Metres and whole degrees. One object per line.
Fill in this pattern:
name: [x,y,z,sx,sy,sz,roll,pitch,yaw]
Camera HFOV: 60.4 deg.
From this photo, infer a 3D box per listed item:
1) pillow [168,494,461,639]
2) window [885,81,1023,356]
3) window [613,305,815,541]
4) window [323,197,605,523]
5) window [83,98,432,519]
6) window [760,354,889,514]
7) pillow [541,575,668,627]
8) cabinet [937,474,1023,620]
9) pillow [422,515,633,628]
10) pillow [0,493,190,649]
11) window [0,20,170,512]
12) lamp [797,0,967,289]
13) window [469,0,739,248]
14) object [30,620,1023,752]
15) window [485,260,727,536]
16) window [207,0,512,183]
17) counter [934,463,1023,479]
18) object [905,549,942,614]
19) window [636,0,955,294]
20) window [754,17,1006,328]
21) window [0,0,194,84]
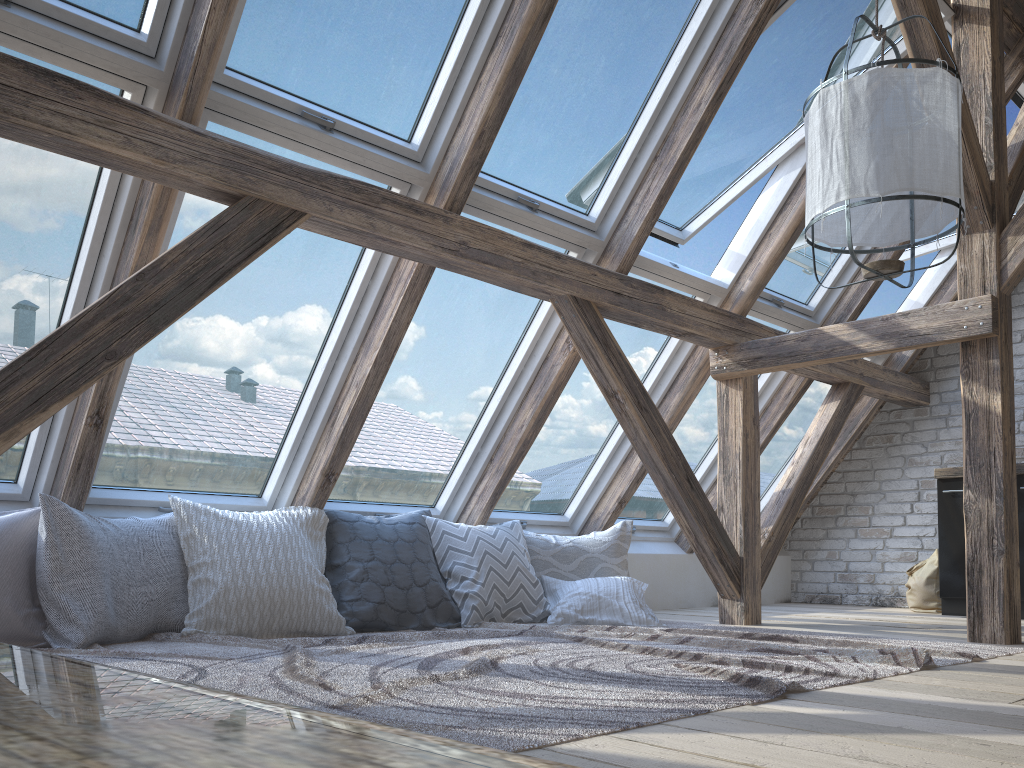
pillow: [-0.732,0.728,3.535,1.282,0.556,0.471,10,-11,-42]
window: [2.364,-0.919,5.064,0.861,1.260,1.531,7,-10,-43]
window: [1.040,0.250,5.029,0.861,1.261,1.103,7,-9,-43]
window: [-0.298,-0.011,3.770,0.861,1.261,1.103,7,-9,-43]
window: [-0.966,-0.142,3.140,0.861,1.261,1.103,7,-9,-43]
window: [1.709,0.381,5.658,0.861,1.261,1.103,7,-9,-43]
pillow: [0.414,1.020,4.104,0.536,0.239,0.483,1,-10,-2]
cabinet: [3.579,-0.253,3.306,2.108,2.475,4.247,7,-11,-43]
pillow: [0.097,0.907,4.253,1.162,0.527,0.505,8,-11,-38]
pillow: [-1.472,0.625,2.871,0.437,0.517,1.145,-5,-11,38]
window: [-1.635,-0.273,2.511,0.861,1.261,1.103,7,-9,-43]
lamp: [1.019,-1.220,2.451,0.407,1.873,0.404,1,-4,-2]
window: [0.399,-1.320,3.130,0.861,1.261,1.103,7,-9,-43]
object: [-0.059,0.835,2.825,3.213,0.056,2.205,11,-15,-42]
window: [0.371,0.119,4.399,0.861,1.261,1.103,7,-9,-43]
window: [-0.269,-1.451,2.500,0.861,1.261,1.103,7,-9,-43]
counter: [3.380,0.581,3.348,2.260,0.841,3.842,10,-14,-42]
object: [2.577,1.214,5.441,0.338,0.385,0.398,3,-8,-17]
window: [1.035,-1.182,3.795,0.861,1.260,1.416,7,-10,-43]
window: [1.737,-1.058,4.389,0.861,1.261,1.103,7,-9,-43]
window: [-0.938,-1.582,1.871,0.861,1.261,1.103,7,-9,-43]
